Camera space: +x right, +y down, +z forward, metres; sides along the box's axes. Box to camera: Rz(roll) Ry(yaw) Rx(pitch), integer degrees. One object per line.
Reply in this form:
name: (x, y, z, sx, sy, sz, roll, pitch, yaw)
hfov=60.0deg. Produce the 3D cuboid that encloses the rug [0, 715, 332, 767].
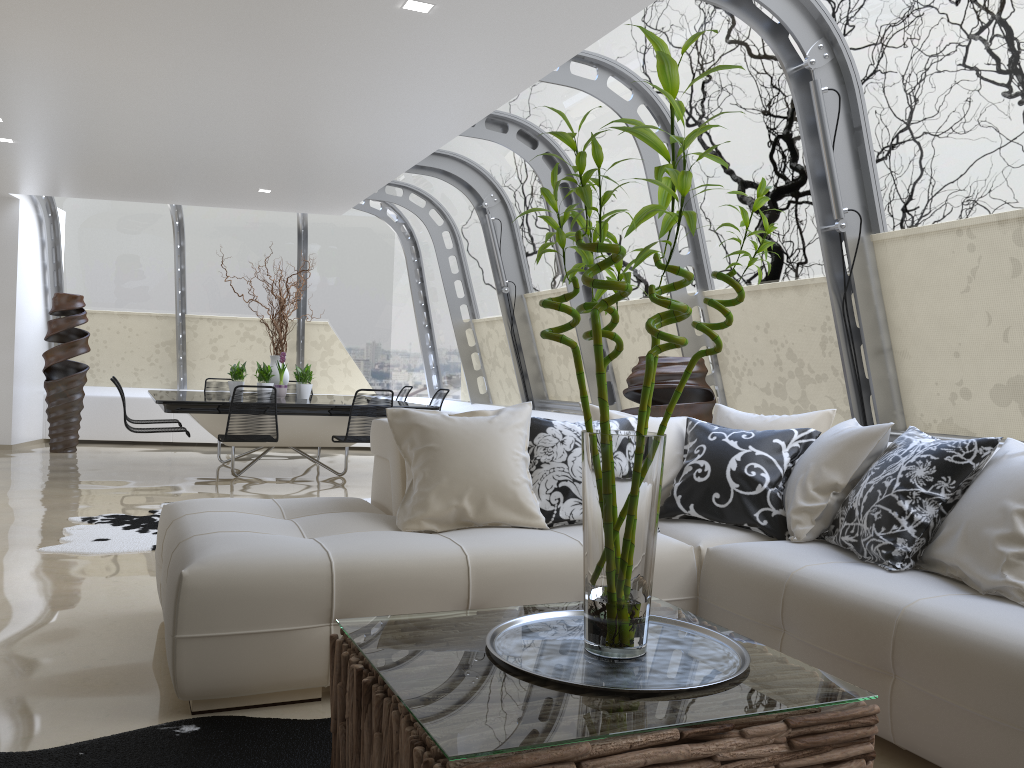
rug: (0.001, 1.042, 2.040, 2.739, 0.008, 2.740, 2, 1, -38)

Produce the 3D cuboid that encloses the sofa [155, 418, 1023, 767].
sofa: (0.768, 0.640, 2.607, 3.257, 0.866, 4.169, 2, 0, -24)

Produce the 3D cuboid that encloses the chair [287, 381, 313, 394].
chair: (-2.565, 0.226, 10.800, 0.446, 0.519, 0.688, 2, 0, -24)

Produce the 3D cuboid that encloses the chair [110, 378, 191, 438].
chair: (-3.325, 0.216, 8.155, 0.688, 0.519, 0.446, 2, 0, -24)

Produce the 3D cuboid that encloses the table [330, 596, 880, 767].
table: (0.151, 0.841, 2.070, 1.007, 0.448, 0.923, 2, 0, -23)

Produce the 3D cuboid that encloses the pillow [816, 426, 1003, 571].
pillow: (1.368, 0.391, 3.125, 0.382, 0.467, 0.608, 2, 0, -4)

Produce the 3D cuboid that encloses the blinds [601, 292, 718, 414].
blinds: (1.166, -0.167, 7.184, 0.329, 1.027, 1.430, 2, 0, -24)

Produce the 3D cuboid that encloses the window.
window: (-5.648, -0.630, 4.733, 16.693, 3.674, 16.171, 2, 0, -18)

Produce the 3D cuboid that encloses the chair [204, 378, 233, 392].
chair: (-3.413, 0.196, 10.430, 0.446, 0.519, 0.688, 2, 0, -24)

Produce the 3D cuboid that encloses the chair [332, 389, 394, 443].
chair: (-1.315, 0.296, 7.933, 0.446, 0.519, 0.688, 2, 0, -24)

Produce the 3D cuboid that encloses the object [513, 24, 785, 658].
object: (0.298, -0.139, 2.135, 0.673, 1.546, 0.584, 2, 0, 15)

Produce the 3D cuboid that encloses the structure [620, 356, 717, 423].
structure: (0.971, 0.453, 5.600, 0.674, 1.258, 0.672, 3, 1, 43)

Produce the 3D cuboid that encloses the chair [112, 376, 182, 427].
chair: (-3.835, 0.188, 9.325, 0.688, 0.519, 0.446, 2, 0, -24)

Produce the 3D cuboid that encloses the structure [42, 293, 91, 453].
structure: (-5.150, -0.121, 10.236, 0.498, 1.843, 0.493, 2, 0, -12)

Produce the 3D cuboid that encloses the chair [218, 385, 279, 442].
chair: (-2.229, 0.263, 7.533, 0.446, 0.519, 0.688, 2, 0, -24)

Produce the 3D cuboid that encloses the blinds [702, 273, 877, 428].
blinds: (1.781, -0.133, 5.773, 0.329, 1.027, 1.430, 2, 0, -24)

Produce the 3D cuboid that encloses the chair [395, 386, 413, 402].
chair: (-1.530, 0.270, 10.331, 0.688, 0.519, 0.446, 2, 0, -24)

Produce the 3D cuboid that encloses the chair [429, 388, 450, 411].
chair: (-1.020, 0.298, 9.161, 0.688, 0.519, 0.446, 2, 0, -24)

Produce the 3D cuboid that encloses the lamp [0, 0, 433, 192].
lamp: (-5.035, -2.060, 2.861, 9.775, 0.004, 9.928, 2, 0, -23)

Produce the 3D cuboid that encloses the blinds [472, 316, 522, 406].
blinds: (-0.065, -0.235, 10.006, 0.329, 1.027, 1.430, 2, 0, -24)

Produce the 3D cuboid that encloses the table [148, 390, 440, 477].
table: (-2.411, 0.521, 9.199, 2.494, 0.759, 3.031, 2, 0, -24)

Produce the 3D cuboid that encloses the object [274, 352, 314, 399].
object: (-2.213, -0.085, 9.119, 0.417, 0.476, 0.238, 2, 0, 5)

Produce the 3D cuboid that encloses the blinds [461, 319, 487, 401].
blinds: (-0.624, 0.262, 11.652, 0.663, 2.118, 1.829, 2, 0, -24)

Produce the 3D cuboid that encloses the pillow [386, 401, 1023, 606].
pillow: (1.203, 0.373, 3.163, 3.322, 0.530, 1.656, 3, 1, 37)

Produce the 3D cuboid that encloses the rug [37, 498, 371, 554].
rug: (-1.337, 0.962, 5.977, 3.220, 0.008, 2.705, 2, 0, -24)

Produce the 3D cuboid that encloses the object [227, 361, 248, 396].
object: (-2.837, -0.059, 9.174, 0.215, 0.369, 0.284, 2, 0, 15)

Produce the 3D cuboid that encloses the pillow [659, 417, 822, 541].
pillow: (0.938, 0.400, 3.751, 0.599, 0.483, 0.405, 3, 1, 35)

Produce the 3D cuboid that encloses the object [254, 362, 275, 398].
object: (-2.475, -0.043, 8.861, 0.215, 0.369, 0.284, 2, 0, 10)

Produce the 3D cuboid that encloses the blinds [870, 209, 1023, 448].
blinds: (2.369, -0.194, 4.360, 0.387, 1.214, 1.376, 2, 0, -24)

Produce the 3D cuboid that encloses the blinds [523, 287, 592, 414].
blinds: (0.529, -0.296, 8.581, 0.387, 1.214, 1.376, 2, 0, -24)

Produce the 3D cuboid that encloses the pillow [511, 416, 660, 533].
pillow: (0.283, 0.364, 3.677, 0.604, 0.471, 0.394, 2, 0, -8)

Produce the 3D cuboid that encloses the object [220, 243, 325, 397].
object: (-2.546, -0.640, 9.159, 1.031, 1.549, 1.135, 2, 0, -31)
